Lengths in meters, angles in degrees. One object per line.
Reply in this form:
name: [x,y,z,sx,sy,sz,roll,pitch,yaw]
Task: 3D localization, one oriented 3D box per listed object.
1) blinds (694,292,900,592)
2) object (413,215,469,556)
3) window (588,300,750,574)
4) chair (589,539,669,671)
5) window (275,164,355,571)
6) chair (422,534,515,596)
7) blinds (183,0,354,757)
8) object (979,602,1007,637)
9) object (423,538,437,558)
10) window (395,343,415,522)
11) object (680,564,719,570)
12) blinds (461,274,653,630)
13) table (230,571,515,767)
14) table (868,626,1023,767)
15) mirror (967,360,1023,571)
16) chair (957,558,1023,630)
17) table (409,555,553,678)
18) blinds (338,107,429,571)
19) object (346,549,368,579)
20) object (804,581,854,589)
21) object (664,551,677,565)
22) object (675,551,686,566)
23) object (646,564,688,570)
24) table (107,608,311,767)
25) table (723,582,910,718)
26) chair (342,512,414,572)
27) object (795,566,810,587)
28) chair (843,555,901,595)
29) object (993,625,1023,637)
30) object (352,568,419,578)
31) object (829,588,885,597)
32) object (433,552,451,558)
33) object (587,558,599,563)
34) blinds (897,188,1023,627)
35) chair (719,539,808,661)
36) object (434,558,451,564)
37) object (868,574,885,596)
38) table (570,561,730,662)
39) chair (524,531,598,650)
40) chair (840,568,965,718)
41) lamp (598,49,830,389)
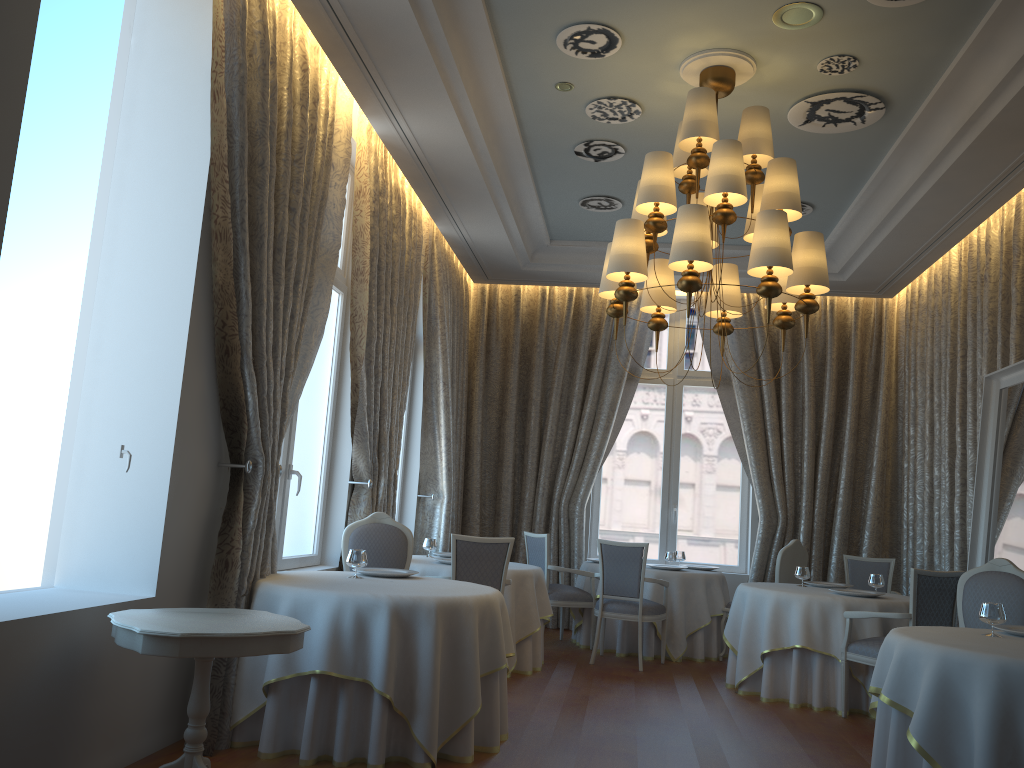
blinds: [3.286,0.610,10.228,2.476,4.901,0.386,3,-8,8]
object: [-0.726,0.297,9.725,0.386,4.901,2.121,3,-8,8]
window: [1.962,0.567,10.828,1.881,3.306,0.196,3,-8,8]
chair: [1.067,2.006,8.185,0.650,1.108,0.629,1,-9,23]
window: [-1.500,-0.317,6.416,0.259,3.306,1.882,3,-8,7]
chair: [-0.339,1.687,6.675,0.650,1.108,0.629,7,-9,-17]
blinds: [-1.391,-0.454,5.186,0.315,4.930,2.204,3,-8,8]
object: [2.485,1.218,4.585,0.128,0.165,0.128,-2,-10,37]
object: [-0.747,1.488,8.055,0.128,0.165,0.128,3,-8,8]
window: [-1.232,0.042,8.773,0.196,3.306,1.881,3,-8,8]
object: [1.968,1.929,9.315,0.419,0.036,0.419,3,-8,7]
blinds: [0.441,0.463,10.620,2.535,4.901,0.386,3,-8,8]
table: [-0.816,1.597,5.145,1.663,0.890,1.667,5,-8,-3]
table: [2.598,1.710,4.237,1.663,0.890,1.667,5,-8,-3]
mirror: [3.468,1.029,5.726,0.385,2.564,2.251,3,-8,8]
chair: [2.680,1.628,5.168,0.690,1.233,0.563,9,-10,-32]
table: [-0.478,1.995,7.732,1.667,0.890,1.663,4,-8,2]
blinds: [-1.059,-0.081,7.594,0.335,4.969,2.257,3,-8,8]
object: [-0.935,1.082,5.339,0.128,0.165,0.128,6,-8,-10]
object: [2.775,1.765,7.778,0.419,0.036,0.419,3,-8,7]
object: [1.648,1.827,9.214,0.128,0.165,0.128,3,-8,8]
object: [1.819,1.897,9.615,0.128,0.165,0.128,3,-8,8]
object: [1.551,1.838,8.895,0.419,0.036,0.419,3,-8,7]
table: [-1.289,1.380,3.651,0.761,0.801,0.760,12,-11,-42]
table: [2.609,2.152,7.294,1.663,0.890,1.667,1,-9,21]
chair: [-0.898,1.493,5.999,0.563,1.233,0.690,7,-9,-17]
object: [2.507,1.662,7.652,0.128,0.165,0.128,3,-8,8]
chair: [3.350,2.201,8.404,0.650,1.108,0.629,0,-9,28]
object: [2.790,1.321,4.702,0.419,0.036,0.419,3,-8,7]
object: [-0.800,1.198,5.622,0.419,0.036,0.419,3,-8,7]
object: [2.710,1.643,6.970,0.419,0.036,0.419,3,-8,7]
object: [-0.528,1.597,8.255,0.419,0.036,0.419,3,-8,7]
object: [0.985,1.851,9.263,0.419,0.036,0.419,3,-8,7]
blinds: [4.131,0.330,7.995,0.238,4.819,4.439,3,-8,8]
chair: [2.480,2.124,8.702,0.563,1.233,0.690,11,-11,-42]
object: [-0.441,1.471,7.335,0.419,0.036,0.419,3,-8,7]
object: [2.958,1.630,7.202,0.128,0.165,0.128,3,-8,8]
table: [1.459,2.356,9.274,1.667,0.890,1.663,0,-9,26]
chair: [0.459,2.081,9.002,0.629,1.108,0.650,8,-9,-27]
chair: [2.803,1.862,6.329,0.650,1.108,0.629,7,-9,-22]
lamp: [1.299,-1.071,5.767,1.373,2.121,1.373,-4,-12,45]
